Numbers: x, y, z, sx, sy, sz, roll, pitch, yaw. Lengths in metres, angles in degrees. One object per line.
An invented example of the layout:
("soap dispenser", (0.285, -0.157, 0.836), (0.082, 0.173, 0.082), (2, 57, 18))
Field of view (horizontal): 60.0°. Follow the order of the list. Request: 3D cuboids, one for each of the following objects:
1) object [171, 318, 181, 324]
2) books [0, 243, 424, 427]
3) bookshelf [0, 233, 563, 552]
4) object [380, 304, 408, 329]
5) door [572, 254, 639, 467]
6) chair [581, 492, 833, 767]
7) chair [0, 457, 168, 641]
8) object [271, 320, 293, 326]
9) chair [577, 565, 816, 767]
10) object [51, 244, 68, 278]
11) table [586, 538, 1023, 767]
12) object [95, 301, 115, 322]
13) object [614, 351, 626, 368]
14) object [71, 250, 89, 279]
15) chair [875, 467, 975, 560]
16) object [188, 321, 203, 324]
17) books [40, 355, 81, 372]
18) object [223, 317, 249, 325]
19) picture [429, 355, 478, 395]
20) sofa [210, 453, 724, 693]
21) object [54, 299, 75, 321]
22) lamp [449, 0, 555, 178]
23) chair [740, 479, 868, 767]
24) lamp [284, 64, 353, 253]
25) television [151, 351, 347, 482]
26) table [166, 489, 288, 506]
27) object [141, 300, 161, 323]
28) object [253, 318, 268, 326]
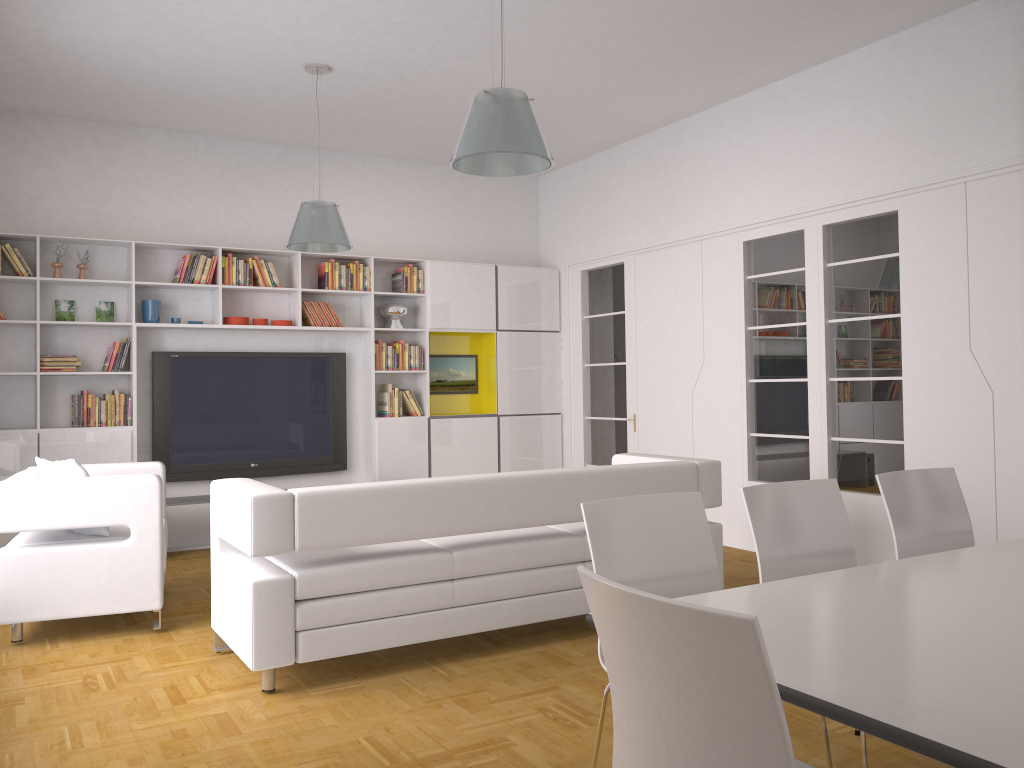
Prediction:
("object", (-2.766, -0.514, 7.297), (0.078, 0.056, 0.078), (-1, -1, -5))
("books", (-2.536, -0.398, 7.433), (3.862, 1.456, 0.235), (-1, -1, -30))
("bookshelf", (-1.904, 0.094, 7.825), (5.365, 2.481, 0.389), (-1, -1, -30))
("object", (-1.099, -0.623, 8.281), (0.256, 0.239, 0.257), (-1, -1, -23))
("door", (0.889, 0.066, 8.390), (0.139, 2.455, 1.008), (0, -1, -30))
("chair", (0.542, 0.821, 2.590), (0.561, 0.931, 0.575), (0, -1, -30))
("chair", (-2.409, 0.855, 5.087), (0.801, 0.912, 1.096), (-1, -1, -20))
("object", (-2.007, -0.524, 7.731), (0.182, 0.054, 0.183), (-1, 0, -34))
("chair", (0.467, 0.819, 1.664), (0.575, 0.931, 0.561), (0, -1, -30))
("object", (-3.523, -0.943, 6.911), (0.120, 0.279, 0.179), (0, -1, -25))
("table", (1.532, 0.905, 2.262), (2.411, 0.722, 1.210), (-1, 0, -30))
("object", (-3.277, -0.575, 7.140), (0.144, 0.190, 0.051), (0, -1, -30))
("object", (1.467, 0.298, 9.244), (0.885, 2.006, 0.589), (-1, -1, -10))
("object", (-3.428, -0.935, 6.986), (0.179, 0.260, 0.119), (-1, -1, -10))
("chair", (1.719, 0.805, 3.276), (0.561, 0.931, 0.575), (0, -1, -30))
("object", (-2.630, -0.504, 7.376), (0.124, 0.032, 0.123), (-1, 0, -45))
("books", (-3.505, -0.146, 6.876), (0.284, 0.153, 0.207), (-1, -1, -30))
("object", (-2.349, -0.529, 7.554), (0.211, 0.073, 0.210), (-1, 0, 35))
("picture", (-0.605, -0.093, 8.707), (0.609, 0.388, 0.007), (-1, -1, -30))
("sofa", (-0.147, 0.865, 4.661), (2.623, 0.849, 0.822), (-1, -1, -30))
("object", (-3.527, -0.572, 6.994), (0.144, 0.190, 0.051), (0, -1, -30))
("lamp", (-0.054, -1.584, 3.905), (0.464, 1.250, 0.464), (0, -1, -31))
("chair", (1.113, 0.813, 2.923), (0.561, 0.931, 0.575), (0, -1, -30))
("lamp", (-1.334, -1.558, 6.101), (0.464, 1.250, 0.464), (0, -1, -31))
("television", (-2.242, 0.268, 7.697), (1.660, 1.088, 0.082), (-1, -1, -30))
("table", (-1.986, 1.117, 7.287), (1.973, 0.435, 0.437), (-1, -1, -30))
("object", (-2.930, -0.580, 7.203), (0.147, 0.192, 0.147), (0, -1, -41))
("object", (-2.173, -0.524, 7.656), (0.128, 0.073, 0.129), (-1, -1, -34))
